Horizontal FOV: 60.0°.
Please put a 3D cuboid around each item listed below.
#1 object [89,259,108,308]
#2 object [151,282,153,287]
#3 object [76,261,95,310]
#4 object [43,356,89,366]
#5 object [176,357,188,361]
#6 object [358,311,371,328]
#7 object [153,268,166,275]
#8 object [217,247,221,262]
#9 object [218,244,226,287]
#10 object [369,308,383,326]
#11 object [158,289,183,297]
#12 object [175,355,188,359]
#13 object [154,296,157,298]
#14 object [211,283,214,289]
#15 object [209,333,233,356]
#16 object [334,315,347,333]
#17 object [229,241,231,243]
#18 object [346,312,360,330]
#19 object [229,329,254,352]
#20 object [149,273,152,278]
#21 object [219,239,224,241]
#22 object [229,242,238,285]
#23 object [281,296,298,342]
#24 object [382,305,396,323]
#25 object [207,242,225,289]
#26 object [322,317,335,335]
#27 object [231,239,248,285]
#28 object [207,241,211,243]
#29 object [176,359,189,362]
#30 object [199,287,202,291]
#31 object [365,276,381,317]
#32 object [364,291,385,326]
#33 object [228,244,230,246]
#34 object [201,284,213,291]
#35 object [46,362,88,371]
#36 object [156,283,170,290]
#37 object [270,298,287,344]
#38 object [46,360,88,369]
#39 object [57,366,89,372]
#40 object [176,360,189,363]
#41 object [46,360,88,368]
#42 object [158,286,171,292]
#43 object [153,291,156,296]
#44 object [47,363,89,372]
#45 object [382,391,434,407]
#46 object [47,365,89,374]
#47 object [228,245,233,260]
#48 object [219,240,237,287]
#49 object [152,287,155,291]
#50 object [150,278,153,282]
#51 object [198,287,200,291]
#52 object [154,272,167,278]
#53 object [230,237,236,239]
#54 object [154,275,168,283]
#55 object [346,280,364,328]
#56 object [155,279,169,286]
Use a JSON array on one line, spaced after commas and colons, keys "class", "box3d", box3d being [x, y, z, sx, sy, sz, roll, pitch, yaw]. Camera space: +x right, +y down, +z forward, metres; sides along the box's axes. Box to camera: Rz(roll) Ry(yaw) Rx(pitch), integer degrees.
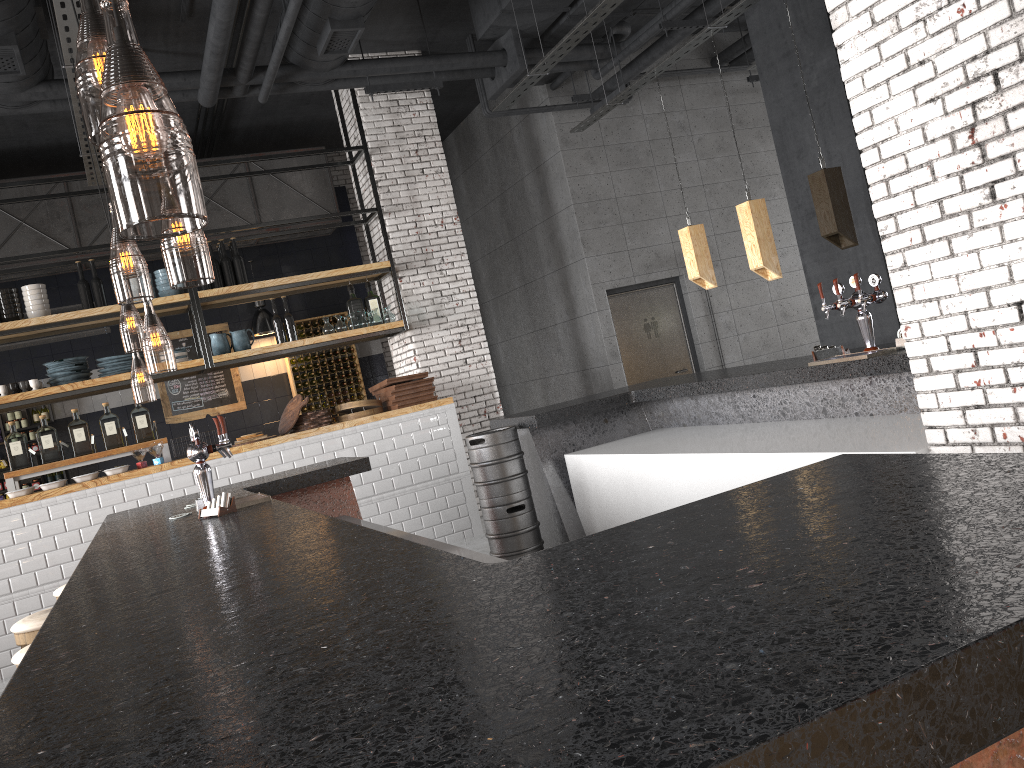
[{"class": "object", "box3d": [-3.694, -0.877, 7.894, 0.098, 0.471, 0.098, -13, 0, -1]}, {"class": "object", "box3d": [-3.377, -0.874, 8.077, 0.210, 0.078, 0.210, -13, 0, -1]}, {"class": "object", "box3d": [-3.790, -0.855, 7.852, 0.098, 0.471, 0.098, -13, 0, -1]}, {"class": "object", "box3d": [-3.910, -0.186, 7.783, 0.373, 0.050, 0.373, -13, 1, -1]}, {"class": "object", "box3d": [-3.099, -0.200, 8.124, 0.263, 0.037, 0.263, -12, 1, 40]}, {"class": "object", "box3d": [-1.450, -0.633, 8.705, 0.118, 0.181, 0.119, -13, 0, 43]}, {"class": "object", "box3d": [-3.175, -1.000, 8.152, 0.219, 0.091, 0.218, -13, 0, -6]}, {"class": "object", "box3d": [-2.764, -1.089, 8.518, 0.098, 0.458, 0.098, -13, -1, 44]}, {"class": "object", "box3d": [-2.712, -1.100, 8.394, 0.098, 0.458, 0.098, -13, -1, 44]}, {"class": "object", "box3d": [-1.348, -0.657, 8.770, 0.119, 0.181, 0.118, -13, 0, -40]}, {"class": "object", "box3d": [-3.132, -0.811, 8.146, 0.218, 0.085, 0.219, -12, 1, 36]}, {"class": "object", "box3d": [-3.103, -0.217, 8.125, 0.265, 0.038, 0.265, -13, 1, -1]}, {"class": "object", "box3d": [-3.345, -0.747, 8.079, 0.210, 0.065, 0.210, -13, 1, -5]}, {"class": "object", "box3d": [-2.812, -1.076, 8.349, 0.098, 0.458, 0.098, -13, 0, -1]}, {"class": "object", "box3d": [-2.712, -0.365, 8.300, 0.199, 0.230, 0.165, -13, 0, -17]}, {"class": "object", "box3d": [-1.666, -0.582, 8.605, 0.118, 0.181, 0.118, -13, 0, 26]}, {"class": "object", "box3d": [-2.666, -1.343, 8.438, 0.046, 0.031, 0.046, -13, 0, -31]}, {"class": "object", "box3d": [-1.553, -0.609, 8.644, 0.118, 0.181, 0.118, -13, 0, 10]}, {"class": "object", "box3d": [-2.548, -0.403, 8.359, 0.198, 0.230, 0.166, -13, 0, 37]}, {"class": "object", "box3d": [-3.390, -0.959, 8.079, 0.210, 0.074, 0.209, -13, 1, -18]}, {"class": "object", "box3d": [-2.710, -1.331, 8.271, 0.046, 0.031, 0.046, -13, 0, 44]}, {"class": "object", "box3d": [-2.615, -1.122, 8.436, 0.098, 0.458, 0.098, -13, -1, 44]}, {"class": "object", "box3d": [-2.161, -0.617, 8.576, 0.098, 0.471, 0.098, -13, 0, -16]}, {"class": "object", "box3d": [-1.218, -0.686, 8.770, 0.118, 0.181, 0.118, -13, 0, 1]}, {"class": "object", "box3d": [-2.760, -1.087, 8.225, 0.098, 0.458, 0.098, -13, 0, -1]}, {"class": "object", "box3d": [-1.783, -0.556, 8.573, 0.118, 0.181, 0.119, -13, 0, 31]}, {"class": "object", "box3d": [-2.563, -1.132, 8.312, 0.098, 0.458, 0.098, -13, -1, 44]}, {"class": "object", "box3d": [-2.810, -1.307, 8.227, 0.046, 0.031, 0.046, -13, 0, 44]}, {"class": "object", "box3d": [-3.095, -0.189, 8.124, 0.263, 0.038, 0.263, -13, 1, -8]}, {"class": "object", "box3d": [-2.909, -1.054, 8.306, 0.098, 0.458, 0.098, -13, 0, -1]}, {"class": "object", "box3d": [-1.410, -0.833, 8.942, 0.141, 0.550, 0.096, -13, 0, -19]}, {"class": "object", "box3d": [-1.394, -0.758, 8.946, 0.157, 0.406, 0.105, -13, 0, -19]}, {"class": "object", "box3d": [-2.718, -1.332, 8.562, 0.046, 0.031, 0.046, -13, 0, -31]}, {"class": "object", "box3d": [-2.857, -1.064, 8.182, 0.098, 0.458, 0.098, -13, 0, -1]}, {"class": "object", "box3d": [-3.900, -0.138, 7.783, 0.334, 0.035, 0.335, -12, 1, 42]}, {"class": "object", "box3d": [-3.149, -0.874, 8.144, 0.219, 0.092, 0.218, -13, 1, -33]}, {"class": "object", "box3d": [-2.258, -0.595, 8.533, 0.098, 0.471, 0.098, -12, -1, -35]}, {"class": "object", "box3d": [-3.903, -0.153, 7.783, 0.335, 0.036, 0.334, -13, 1, -34]}, {"class": "object", "box3d": [-3.891, -0.098, 7.783, 0.335, 0.039, 0.334, -13, 1, -24]}, {"class": "object", "box3d": [-3.093, -0.177, 8.125, 0.263, 0.026, 0.263, -13, 1, 12]}, {"class": "object", "box3d": [-3.905, -0.167, 7.785, 0.335, 0.048, 0.334, -13, 1, -36]}, {"class": "object", "box3d": [-3.135, -0.845, 8.149, 0.219, 0.093, 0.218, -13, 1, -40]}, {"class": "object", "box3d": [-3.355, -0.789, 8.078, 0.209, 0.069, 0.210, -12, 1, 33]}, {"class": "object", "box3d": [-3.897, -0.127, 7.785, 0.335, 0.052, 0.334, -13, 1, -6]}, {"class": "object", "box3d": [-1.020, 0.153, 8.492, 0.405, 0.044, 0.635, -13, 1, -21]}, {"class": "object", "box3d": [-3.893, -0.112, 7.785, 0.334, 0.052, 0.334, -13, 1, 15]}, {"class": "object", "box3d": [-2.668, -1.112, 8.560, 0.098, 0.458, 0.098, -13, -1, 44]}, {"class": "object", "box3d": [-2.660, -1.110, 8.269, 0.098, 0.458, 0.098, -13, -1, 44]}, {"class": "object", "box3d": [-3.364, -0.832, 8.082, 0.209, 0.074, 0.210, -12, 1, 41]}, {"class": "object", "box3d": [-3.382, -0.917, 8.077, 0.209, 0.076, 0.210, -12, 1, 41]}, {"class": "object", "box3d": [-2.962, -1.050, 8.431, 0.098, 0.471, 0.098, -13, 0, -1]}, {"class": "object", "box3d": [-3.163, -0.970, 8.152, 0.218, 0.096, 0.218, -13, 1, -39]}, {"class": "object", "box3d": [-2.614, -1.353, 8.314, 0.046, 0.031, 0.046, -13, 0, -31]}, {"class": "object", "box3d": [-3.165, -0.936, 8.149, 0.218, 0.092, 0.219, -13, 0, 17]}, {"class": "object", "box3d": [-1.574, -0.792, 8.858, 0.157, 0.554, 0.105, -13, 0, -19]}, {"class": "object", "box3d": [-3.158, -0.905, 8.148, 0.218, 0.092, 0.219, -13, 0, 13]}]
